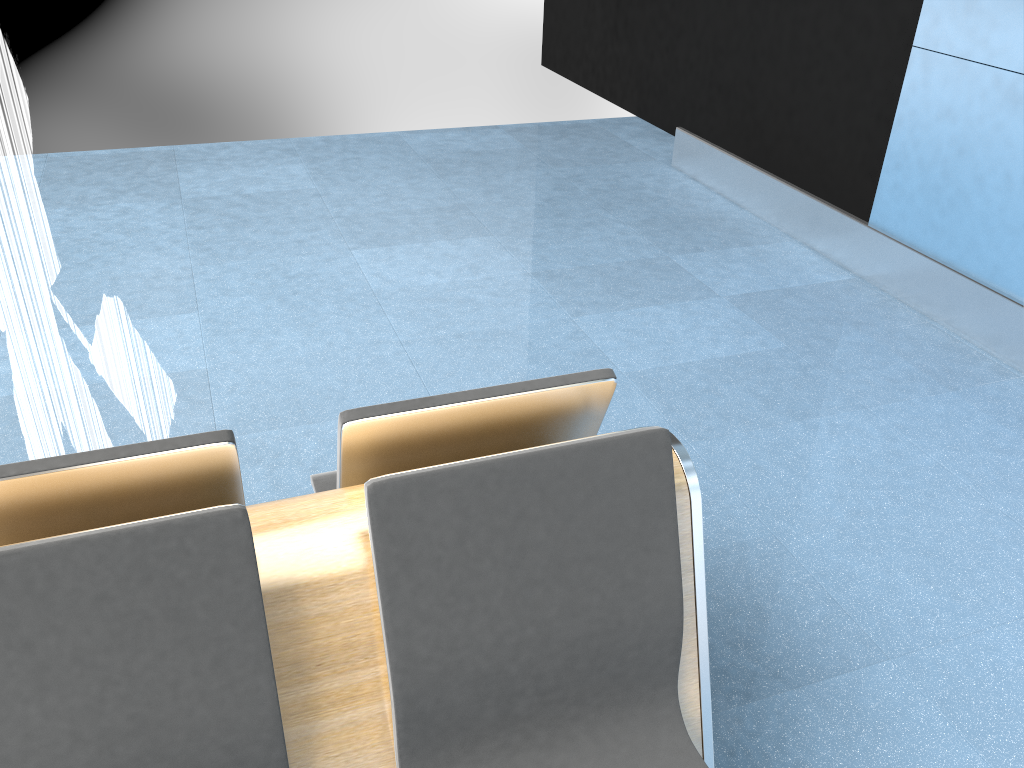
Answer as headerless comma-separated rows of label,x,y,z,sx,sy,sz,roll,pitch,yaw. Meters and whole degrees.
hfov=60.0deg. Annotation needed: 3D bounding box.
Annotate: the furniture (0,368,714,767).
furniture,-0.787,0.562,1.391,2.281,0.896,1.301,-9,32,-18
